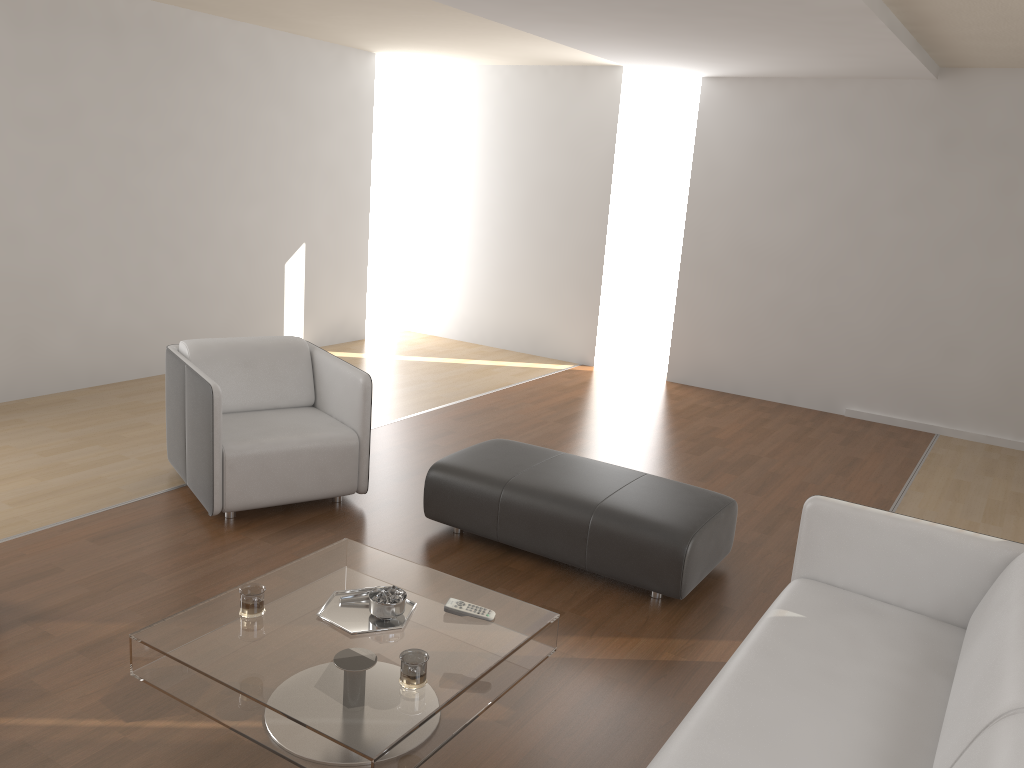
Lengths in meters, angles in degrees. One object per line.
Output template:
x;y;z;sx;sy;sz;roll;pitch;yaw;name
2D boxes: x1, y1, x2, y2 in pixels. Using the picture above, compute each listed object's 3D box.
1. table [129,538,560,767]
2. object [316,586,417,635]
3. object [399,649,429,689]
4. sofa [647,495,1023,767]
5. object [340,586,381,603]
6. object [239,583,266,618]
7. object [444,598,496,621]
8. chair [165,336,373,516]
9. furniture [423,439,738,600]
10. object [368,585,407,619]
-0.477;0.864;2.696;0.900;0.300;0.900;12;15;30;table
-0.446;0.697;2.738;0.315;0.011;0.273;15;17;37;object
-0.263;0.763;2.375;0.079;0.077;0.079;9;14;19;object
0.798;0.905;1.962;0.919;0.661;2.238;12;15;30;sofa
-0.469;0.667;2.796;0.147;0.035;0.051;0;14;-17;object
-0.782;0.653;2.671;0.079;0.077;0.079;9;14;19;object
-0.130;0.705;2.767;0.158;0.029;0.064;7;14;12;object
-1.246;0.155;4.451;0.767;0.661;0.919;-5;16;-33;chair
0.304;0.552;4.045;1.291;0.301;0.685;12;15;30;furniture
-0.382;0.669;2.721;0.118;0.079;0.117;15;17;37;object
